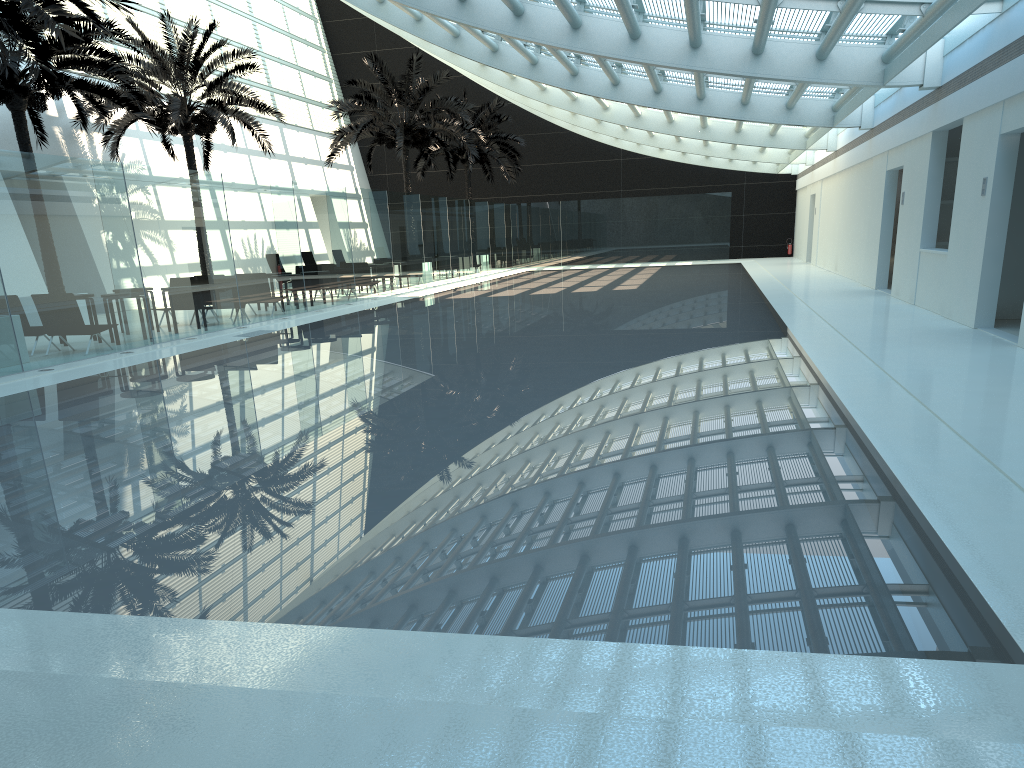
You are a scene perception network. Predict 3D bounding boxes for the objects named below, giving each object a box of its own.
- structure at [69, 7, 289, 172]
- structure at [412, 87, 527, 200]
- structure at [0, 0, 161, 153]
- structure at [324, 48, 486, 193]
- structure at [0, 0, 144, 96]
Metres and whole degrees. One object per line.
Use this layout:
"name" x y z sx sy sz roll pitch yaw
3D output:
"structure" -8.264 -5.568 22.243 4.515 7.214 4.194 -17 22 -41
"structure" -1.624 -8.268 35.881 4.448 7.344 4.591 -5 16 -8
"structure" -9.349 -4.533 16.664 4.633 7.151 4.083 -5 16 -8
"structure" -3.396 -6.903 28.361 4.824 7.346 4.231 -1 16 6
"structure" -7.495 -3.694 10.671 4.773 7.345 4.278 7 19 30
